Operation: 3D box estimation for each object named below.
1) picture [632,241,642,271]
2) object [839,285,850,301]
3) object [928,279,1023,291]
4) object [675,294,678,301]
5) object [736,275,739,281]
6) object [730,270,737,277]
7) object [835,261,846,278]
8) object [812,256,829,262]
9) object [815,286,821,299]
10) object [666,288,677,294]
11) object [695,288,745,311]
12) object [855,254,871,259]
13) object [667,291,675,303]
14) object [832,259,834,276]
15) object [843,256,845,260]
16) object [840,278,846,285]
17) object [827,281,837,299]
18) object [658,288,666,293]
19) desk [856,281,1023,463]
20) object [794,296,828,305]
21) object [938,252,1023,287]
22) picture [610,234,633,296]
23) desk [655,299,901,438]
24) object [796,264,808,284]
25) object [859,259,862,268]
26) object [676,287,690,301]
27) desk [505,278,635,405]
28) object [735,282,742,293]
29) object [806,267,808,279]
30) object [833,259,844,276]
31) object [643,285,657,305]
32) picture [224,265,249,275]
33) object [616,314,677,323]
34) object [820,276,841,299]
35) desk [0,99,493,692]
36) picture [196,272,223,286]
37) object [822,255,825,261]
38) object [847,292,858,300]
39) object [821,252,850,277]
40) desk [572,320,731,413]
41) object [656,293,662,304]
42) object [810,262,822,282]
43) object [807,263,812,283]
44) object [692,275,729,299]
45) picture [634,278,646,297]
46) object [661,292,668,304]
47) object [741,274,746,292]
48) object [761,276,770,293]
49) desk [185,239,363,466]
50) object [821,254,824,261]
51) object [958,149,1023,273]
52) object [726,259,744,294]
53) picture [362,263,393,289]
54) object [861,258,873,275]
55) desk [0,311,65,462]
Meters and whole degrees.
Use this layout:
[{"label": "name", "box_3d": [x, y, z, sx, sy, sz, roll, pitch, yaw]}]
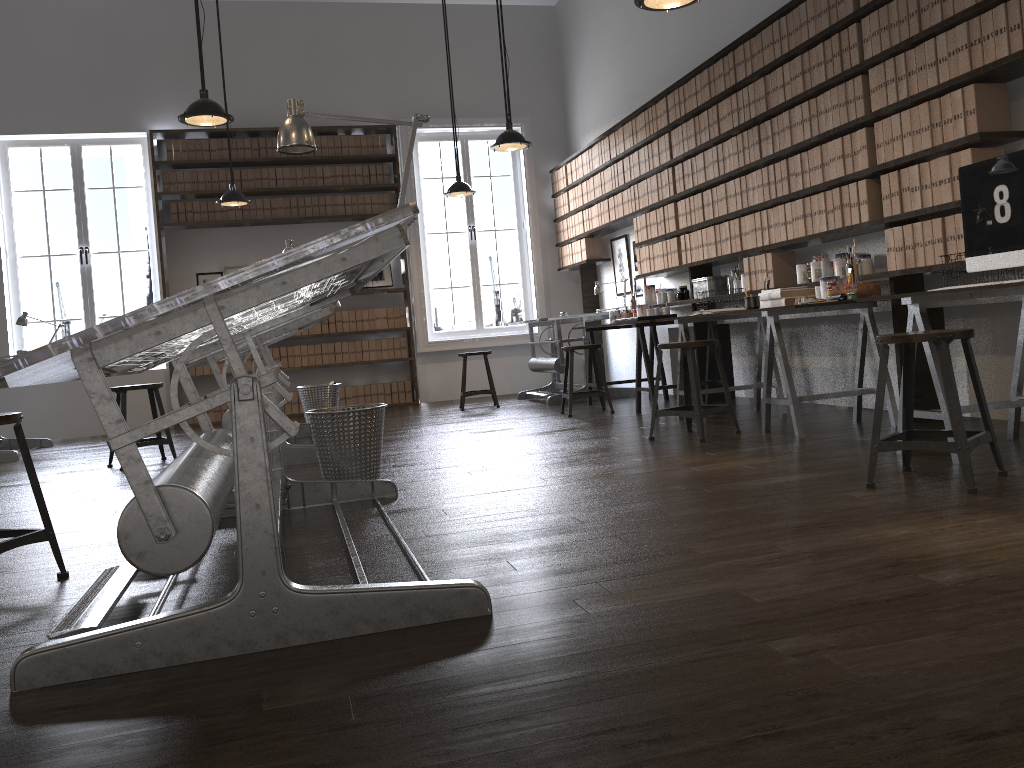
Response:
[{"label": "picture", "box_3d": [1.188, -1.206, 8.301, 0.022, 0.284, 0.201, -5, 1, -15]}, {"label": "object", "box_3d": [1.758, -0.477, 4.661, 0.059, 0.089, 0.060, -5, 1, -10]}, {"label": "object", "box_3d": [1.804, -0.378, 3.396, 0.119, 0.017, 0.439, -6, 3, -19]}, {"label": "object", "box_3d": [1.357, -0.710, 7.361, 0.054, 0.080, 0.054, -5, 1, 13]}, {"label": "object", "box_3d": [1.578, -0.700, 6.154, 0.008, 0.125, 0.041, -5, 0, -26]}, {"label": "object", "box_3d": [1.637, -0.738, 6.453, 0.079, 0.188, 0.078, -5, 0, -35]}, {"label": "object", "box_3d": [1.840, -0.638, 4.953, 0.062, 0.096, 0.062, -5, 1, 18]}, {"label": "object", "box_3d": [1.851, -0.683, 5.298, 0.094, 0.162, 0.095, -5, 1, -18]}, {"label": "object", "box_3d": [1.696, -0.489, 4.854, 0.061, 0.094, 0.062, -4, 1, 36]}, {"label": "object", "box_3d": [1.344, -0.736, 7.447, 0.094, 0.128, 0.095, -5, 1, 16]}, {"label": "object", "box_3d": [1.387, -0.546, 5.892, 0.284, 0.161, 0.203, -5, 2, -14]}, {"label": "object", "box_3d": [1.988, -0.666, 5.020, 0.095, 0.130, 0.094, -5, 1, -27]}, {"label": "object", "box_3d": [1.310, -0.712, 7.287, 0.062, 0.094, 0.062, -5, 1, -29]}, {"label": "object", "box_3d": [1.886, -0.662, 5.160, 0.045, 0.128, 0.044, -5, 0, 3]}, {"label": "object", "box_3d": [1.891, -0.665, 5.000, 0.036, 0.119, 0.005, -5, 0, -18]}, {"label": "object", "box_3d": [1.800, -0.509, 4.817, 0.094, 0.128, 0.095, -5, 1, -18]}, {"label": "object", "box_3d": [1.688, -0.484, 4.670, 0.049, 0.112, 0.049, -5, 0, -11]}, {"label": "object", "box_3d": [1.282, -0.746, 7.530, 0.070, 0.130, 0.070, -5, 1, 24]}, {"label": "desk", "box_3d": [2.037, -0.042, 3.100, 0.656, 0.669, 1.668, -5, 3, -14]}, {"label": "object", "box_3d": [1.551, -0.438, 4.615, 0.132, 0.050, 0.196, -7, 4, -43]}, {"label": "object", "box_3d": [2.015, -0.491, 3.806, 0.204, 0.161, 0.284, -6, 2, -22]}, {"label": "picture", "box_3d": [1.079, -1.160, 8.702, 0.040, 0.575, 0.415, -5, 1, -14]}, {"label": "desk", "box_3d": [1.506, -0.104, 5.174, 0.656, 0.669, 1.668, -5, 3, -14]}, {"label": "object", "box_3d": [1.747, -0.659, 5.334, 0.061, 0.119, 0.062, -4, 1, 36]}, {"label": "object", "box_3d": [1.945, -0.647, 4.966, 0.045, 0.102, 0.044, -5, 0, -23]}, {"label": "object", "box_3d": [1.351, -0.713, 7.073, 0.091, 0.108, 0.171, -5, 2, -14]}, {"label": "desk", "box_3d": [0.615, -0.418, 8.458, 1.072, 1.097, 1.268, -5, 2, -14]}, {"label": "object", "box_3d": [1.640, -0.677, 6.139, 0.181, 0.093, 0.062, -5, 1, -1]}, {"label": "object", "box_3d": [1.776, -0.665, 5.399, 0.063, 0.118, 0.063, -4, 1, 27]}, {"label": "object", "box_3d": [1.882, -0.659, 5.098, 0.061, 0.119, 0.062, -4, 1, 44]}, {"label": "object", "box_3d": [1.183, -0.759, 7.612, 0.108, 0.177, 0.106, -5, 1, -13]}, {"label": "picture", "box_3d": [-2.790, -1.062, 9.285, 0.416, 0.365, 0.083, -5, 0, -14]}, {"label": "object", "box_3d": [0.996, -0.485, 6.589, 0.312, 0.033, 0.445, -6, 3, -14]}, {"label": "object", "box_3d": [1.709, -0.503, 4.744, 0.104, 0.141, 0.105, -5, 1, -7]}, {"label": "desk", "box_3d": [-0.753, -0.152, 2.732, 1.077, 1.386, 2.068, -5, 2, -14]}, {"label": "picture", "box_3d": [-3.135, -1.004, 9.215, 0.267, 0.315, 0.058, -5, 0, -14]}, {"label": "object", "box_3d": [1.852, -0.688, 5.213, 0.036, 0.149, 0.005, -5, 0, 9]}, {"label": "object", "box_3d": [1.693, -0.436, 4.401, 0.049, 0.037, 0.049, -5, 2, -11]}, {"label": "object", "box_3d": [1.894, -0.680, 5.175, 0.205, 0.162, 0.094, -5, 1, -13]}, {"label": "desk", "box_3d": [1.068, -0.155, 6.883, 0.656, 0.669, 1.668, -5, 3, -14]}, {"label": "object", "box_3d": [1.241, -0.713, 7.406, 0.062, 0.094, 0.062, -5, 1, -29]}, {"label": "object", "box_3d": [1.786, -0.656, 5.195, 0.061, 0.119, 0.062, -4, 1, 44]}, {"label": "object", "box_3d": [1.807, -0.666, 5.350, 0.044, 0.128, 0.045, -5, 0, -14]}, {"label": "object", "box_3d": [1.495, -0.725, 6.658, 0.193, 0.152, 0.317, -5, 2, -15]}, {"label": "picture", "box_3d": [1.209, -0.914, 8.310, 0.023, 0.183, 0.251, -5, 2, -14]}, {"label": "object", "box_3d": [1.273, -0.712, 7.343, 0.063, 0.093, 0.062, -5, 1, -29]}, {"label": "object", "box_3d": [1.619, -0.688, 6.060, 0.094, 0.128, 0.095, -5, 1, -8]}, {"label": "object", "box_3d": [1.596, -0.570, 5.564, 0.101, 0.209, 0.101, -4, 1, 31]}, {"label": "desk", "box_3d": [-1.585, -0.250, 5.979, 1.077, 1.386, 2.280, -5, 2, -14]}, {"label": "object", "box_3d": [1.844, -0.687, 5.219, 0.029, 0.169, 0.004, -5, 0, 8]}, {"label": "object", "box_3d": [2.031, -0.651, 3.444, 0.204, 0.518, 0.643, -5, 2, -14]}, {"label": "object", "box_3d": [1.593, -0.774, 6.296, 0.156, 0.272, 0.181, -5, 1, -30]}, {"label": "picture", "box_3d": [-1.479, -1.219, 9.595, 0.343, 0.364, 0.160, -5, 1, -14]}, {"label": "object", "box_3d": [1.969, -0.646, 4.909, 0.062, 0.096, 0.062, -5, 1, 18]}, {"label": "desk", "box_3d": [-4.293, 0.011, 7.253, 1.172, 1.189, 1.268, -5, 2, -14]}]
